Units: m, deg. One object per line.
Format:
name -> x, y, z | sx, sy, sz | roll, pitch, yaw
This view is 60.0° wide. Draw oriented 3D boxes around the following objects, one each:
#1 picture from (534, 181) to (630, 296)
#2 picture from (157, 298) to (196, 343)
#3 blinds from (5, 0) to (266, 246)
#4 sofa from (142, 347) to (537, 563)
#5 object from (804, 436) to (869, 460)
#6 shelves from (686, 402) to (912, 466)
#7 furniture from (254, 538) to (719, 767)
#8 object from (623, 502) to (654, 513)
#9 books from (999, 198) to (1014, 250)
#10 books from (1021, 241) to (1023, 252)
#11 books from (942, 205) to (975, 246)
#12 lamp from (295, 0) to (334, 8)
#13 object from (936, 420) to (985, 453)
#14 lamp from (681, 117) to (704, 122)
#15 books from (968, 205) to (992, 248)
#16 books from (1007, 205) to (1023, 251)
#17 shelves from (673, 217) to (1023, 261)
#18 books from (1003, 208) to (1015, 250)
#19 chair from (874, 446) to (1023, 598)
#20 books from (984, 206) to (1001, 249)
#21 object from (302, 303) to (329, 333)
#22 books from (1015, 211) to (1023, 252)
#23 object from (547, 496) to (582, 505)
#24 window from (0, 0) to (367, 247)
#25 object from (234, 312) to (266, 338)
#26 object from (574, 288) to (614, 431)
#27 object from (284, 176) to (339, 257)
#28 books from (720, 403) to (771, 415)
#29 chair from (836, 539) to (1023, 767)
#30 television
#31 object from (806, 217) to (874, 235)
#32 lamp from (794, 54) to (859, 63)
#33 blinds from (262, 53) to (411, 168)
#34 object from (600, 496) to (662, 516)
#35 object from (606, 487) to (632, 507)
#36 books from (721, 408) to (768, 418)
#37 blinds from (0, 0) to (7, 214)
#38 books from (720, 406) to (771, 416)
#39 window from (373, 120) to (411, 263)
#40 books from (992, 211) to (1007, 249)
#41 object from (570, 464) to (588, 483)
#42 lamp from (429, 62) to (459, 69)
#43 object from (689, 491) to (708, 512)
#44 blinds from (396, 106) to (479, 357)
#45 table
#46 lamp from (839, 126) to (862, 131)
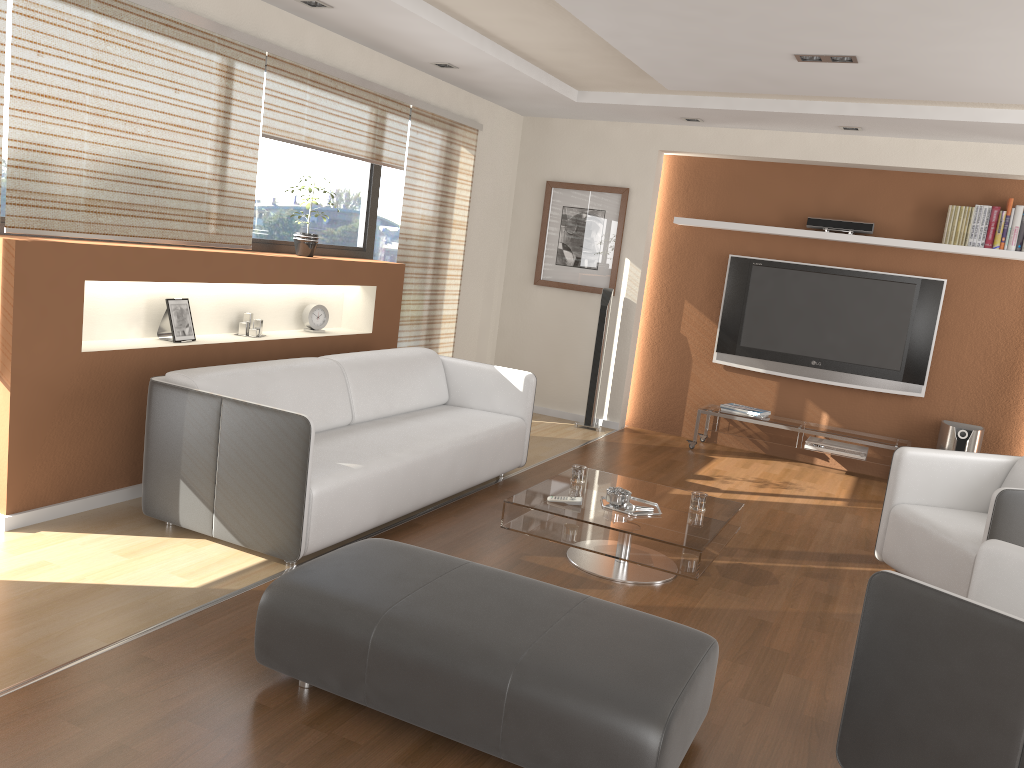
picture -> 0.573, -1.229, 7.456 | 0.734, 0.884, 0.025 | 11, 10, 24
picture -> -1.706, -0.329, 4.526 | 0.133, 0.216, 0.159 | 10, 9, 19
blinds -> -1.665, -1.192, 4.119 | 0.001, 1.044, 1.432 | 11, 10, 24
sofa -> -0.757, 0.232, 4.713 | 0.919, 0.661, 2.238 | 11, 10, 24
object -> 2.464, 0.483, 6.731 | 0.435, 0.052, 0.274 | 11, 10, 24
shelves -> 2.202, 0.466, 6.881 | 1.617, 0.340, 0.444 | 11, 10, 24
furniture -> -0.071, 0.805, 2.737 | 1.291, 0.301, 0.685 | 11, 10, 24
object -> 0.581, 0.561, 4.035 | 0.147, 0.035, 0.051 | 3, 10, -24
books -> 3.493, -1.125, 6.277 | 0.028, 0.358, 0.169 | 11, 10, 24
books -> 3.613, -1.047, 6.229 | 0.028, 0.248, 0.169 | 11, 10, 24
books -> 3.221, -1.137, 6.406 | 0.167, 0.275, 0.195 | 11, 10, 24
lamp -> -1.010, -1.987, 4.533 | 0.146, 0.087, 0.146 | 11, 10, 24
object -> 3.233, 0.558, 6.454 | 0.286, 0.518, 0.323 | 11, 10, 24
lamp -> 1.366, -2.032, 6.682 | 0.146, 0.087, 0.146 | 11, 10, 24
books -> 3.346, -1.123, 6.351 | 0.104, 0.295, 0.146 | 11, 10, 24
books -> 3.543, -1.092, 6.252 | 0.050, 0.313, 0.179 | 11, 10, 24
shelves -> 2.523, -1.109, 6.734 | 2.612, 0.050, 0.200 | 11, 10, 24
books -> 3.512, -1.089, 6.273 | 0.022, 0.293, 0.167 | 11, 10, 24
chair -> 2.407, 0.718, 4.251 | 0.919, 0.706, 0.767 | 5, 9, -11
books -> 3.416, -1.108, 6.315 | 0.053, 0.293, 0.169 | 11, 10, 24
object -> -1.236, -0.416, 5.581 | 0.096, 0.176, 0.160 | 14, 11, 39
books -> 3.586, -1.068, 6.246 | 0.041, 0.278, 0.157 | 11, 10, 24
object -> 0.240, 0.525, 4.029 | 0.158, 0.029, 0.064 | 8, 9, 5
window -> -1.602, -1.297, 4.885 | 0.010, 0.986, 2.817 | 11, 10, 24
object -> -1.489, -0.342, 5.060 | 0.141, 0.131, 0.141 | 7, 9, 2
object -> 0.716, -0.207, 7.324 | 0.228, 1.165, 0.215 | 10, 9, 19
object -> -1.189, -0.999, 5.313 | 0.342, 0.477, 0.268 | 9, 9, 14
books -> 1.846, 0.194, 7.011 | 0.326, 0.017, 0.228 | 13, 11, 35
chair -> 1.550, 0.875, 2.434 | 0.767, 0.661, 0.919 | -1, 12, -40
television -> 2.422, -0.462, 6.898 | 1.594, 0.900, 0.097 | 11, 10, 24
object -> 2.491, -1.194, 6.736 | 0.470, 0.109, 0.182 | 11, 10, 24
lamp -> 1.555, -1.645, 4.369 | 0.291, 0.087, 0.146 | 11, 10, 24
blinds -> -1.014, -1.617, 5.374 | 0.001, 0.441, 1.432 | 11, 10, 24
object -> 0.548, 0.561, 4.097 | 0.315, 0.011, 0.273 | 12, 10, 31
object -> 0.491, 0.518, 4.093 | 0.118, 0.079, 0.117 | 12, 10, 31
books -> 1.843, 0.219, 7.015 | 0.326, 0.017, 0.228 | 12, 10, 27
blinds -> -2.222, -0.794, 3.060 | 0.001, 1.635, 0.980 | 11, 10, 24
books -> 1.845, 0.206, 7.013 | 0.326, 0.017, 0.228 | 15, 12, 41
window -> -0.843, -0.905, 6.729 | 0.010, 2.162, 0.889 | 11, 10, 24
books -> 3.453, -1.085, 6.291 | 0.041, 0.266, 0.186 | 11, 10, 24
object -> 0.333, 0.449, 4.430 | 0.079, 0.077, 0.079 | 9, 9, 13
lamp -> -0.436, -2.107, 5.749 | 0.146, 0.087, 0.146 | 11, 10, 24
object -> 0.881, 0.555, 4.189 | 0.079, 0.077, 0.079 | 9, 9, 13
blinds -> -0.599, -0.864, 6.615 | 0.001, 2.200, 0.980 | 11, 10, 24
table -> 0.540, 0.703, 4.201 | 0.900, 0.300, 0.900 | 11, 10, 24
lamp -> 2.384, -1.834, 6.221 | 0.146, 0.087, 0.146 | 11, 10, 24
